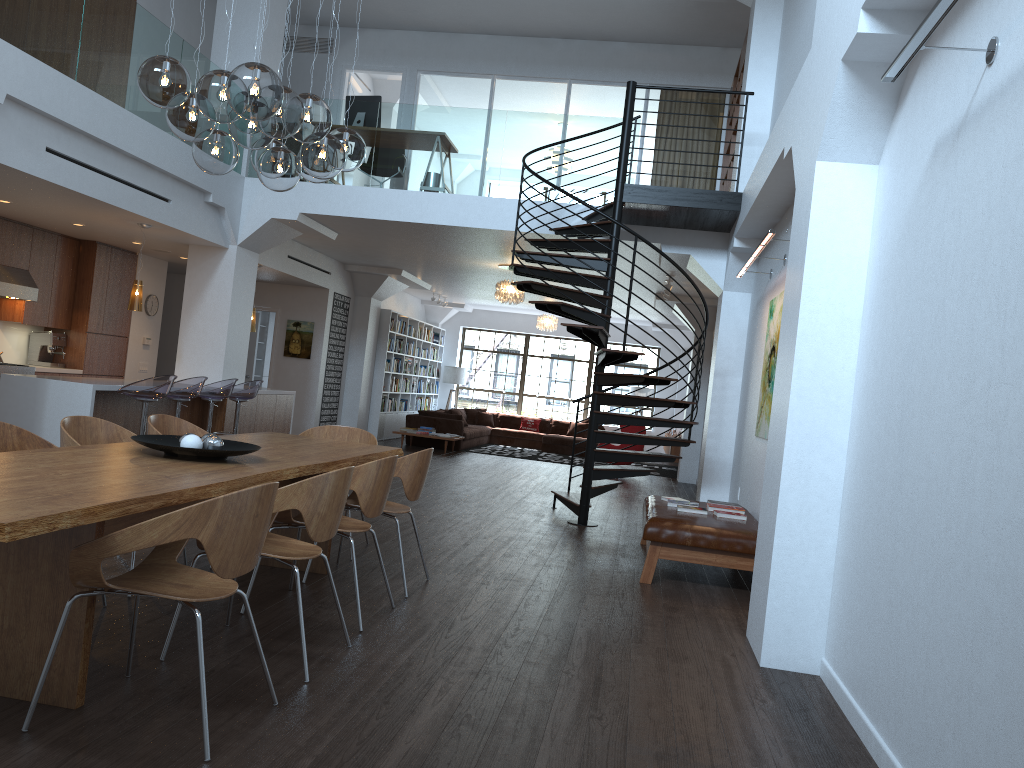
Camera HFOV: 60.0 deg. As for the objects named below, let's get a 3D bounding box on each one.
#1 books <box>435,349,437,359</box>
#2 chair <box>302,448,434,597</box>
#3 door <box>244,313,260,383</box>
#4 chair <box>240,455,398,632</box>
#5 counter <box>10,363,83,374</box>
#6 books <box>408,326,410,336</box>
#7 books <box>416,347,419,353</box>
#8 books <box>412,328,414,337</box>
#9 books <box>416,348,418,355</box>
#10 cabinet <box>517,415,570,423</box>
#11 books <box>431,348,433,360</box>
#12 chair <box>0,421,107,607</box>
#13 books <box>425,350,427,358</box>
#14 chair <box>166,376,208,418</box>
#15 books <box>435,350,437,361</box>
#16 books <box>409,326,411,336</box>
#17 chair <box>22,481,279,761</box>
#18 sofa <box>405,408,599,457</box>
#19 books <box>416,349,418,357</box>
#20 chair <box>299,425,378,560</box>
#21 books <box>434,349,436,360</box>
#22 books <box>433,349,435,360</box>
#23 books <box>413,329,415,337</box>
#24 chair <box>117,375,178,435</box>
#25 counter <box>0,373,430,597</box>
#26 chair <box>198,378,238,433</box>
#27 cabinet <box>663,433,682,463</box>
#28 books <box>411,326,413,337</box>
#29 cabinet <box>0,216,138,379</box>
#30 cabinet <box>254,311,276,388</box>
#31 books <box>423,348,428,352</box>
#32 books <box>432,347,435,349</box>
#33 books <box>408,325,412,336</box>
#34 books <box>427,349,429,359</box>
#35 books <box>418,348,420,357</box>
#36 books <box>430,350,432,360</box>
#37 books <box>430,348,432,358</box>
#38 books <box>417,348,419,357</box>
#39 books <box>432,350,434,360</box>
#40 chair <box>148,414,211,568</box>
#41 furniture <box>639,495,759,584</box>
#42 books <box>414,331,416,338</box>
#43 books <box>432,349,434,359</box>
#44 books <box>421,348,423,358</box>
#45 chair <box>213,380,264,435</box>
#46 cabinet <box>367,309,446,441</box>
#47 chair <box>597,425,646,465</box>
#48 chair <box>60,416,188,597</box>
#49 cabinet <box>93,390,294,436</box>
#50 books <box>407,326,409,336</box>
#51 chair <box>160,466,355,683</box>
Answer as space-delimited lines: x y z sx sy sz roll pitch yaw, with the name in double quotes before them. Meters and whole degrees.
"books" -1.810 -0.665 20.042 0.183 0.253 0.034 6 0 8
"chair" -0.807 0.762 5.302 0.617 0.830 0.629 6 0 8
"door" -4.881 -0.264 15.405 0.826 2.032 0.174 6 0 8
"chair" -0.926 0.747 4.544 0.618 0.833 0.629 6 0 10
"counter" -6.029 -0.229 9.057 0.600 0.050 4.387 6 0 8
"books" -2.110 -1.057 17.655 0.146 0.202 0.027 6 0 8
"books" -2.027 -0.670 18.560 0.146 0.202 0.027 6 0 8
"books" -2.072 -1.046 17.958 0.139 0.191 0.036 6 0 8
"books" -2.029 -0.658 18.498 0.128 0.178 0.021 6 0 8
"cabinet" 0.815 1.118 20.358 1.520 0.625 0.350 6 0 8
"books" -1.857 -0.672 19.670 0.183 0.253 0.034 6 0 8
"chair" -2.214 0.599 3.959 0.618 0.833 0.629 6 0 8
"books" -1.928 -0.653 19.231 0.136 0.196 0.045 6 0 8
"chair" -3.299 0.404 8.706 0.481 1.014 0.530 6 0 6
"books" -1.805 -0.657 20.081 0.174 0.240 0.045 6 0 8
"books" -2.103 -1.056 17.737 0.146 0.202 0.027 6 0 8
"chair" -1.145 0.715 3.016 0.618 0.833 0.629 6 0 8
"sofa" 0.049 1.001 17.945 3.481 0.664 4.197 6 0 8
"books" -2.034 -0.656 18.471 0.126 0.173 0.032 6 0 8
"chair" -1.268 0.715 6.137 0.629 0.833 0.618 6 0 3
"books" -1.819 -0.669 19.945 0.180 0.259 0.060 6 0 8
"books" -1.823 -0.667 19.861 0.183 0.253 0.034 6 0 8
"books" -2.056 -1.037 18.051 0.128 0.178 0.022 6 0 8
"chair" -3.364 0.394 8.076 0.481 1.014 0.530 6 0 11
"counter" -3.166 0.498 8.371 3.039 0.860 8.182 7 0 -21
"chair" -3.189 0.419 9.333 0.481 1.014 0.530 6 0 6
"cabinet" 3.300 1.246 17.568 0.459 0.350 4.501 6 0 8
"books" -2.091 -1.067 17.871 0.158 0.226 0.052 6 0 8
"cabinet" -5.915 -0.632 9.511 0.598 2.499 5.299 6 0 8
"cabinet" -4.955 -0.741 16.085 0.527 2.991 2.630 6 0 8
"books" -1.915 -0.669 19.312 0.140 0.231 0.042 6 0 8
"books" -1.825 -0.686 19.897 0.176 0.290 0.036 6 0 8
"books" -2.093 -1.069 17.822 0.140 0.231 0.042 6 0 8
"books" -1.912 -0.666 19.360 0.158 0.226 0.052 6 0 8
"books" -2.014 -0.668 18.586 0.146 0.202 0.027 6 0 8
"books" -1.863 -0.657 19.587 0.161 0.223 0.026 6 0 8
"books" -1.868 -0.672 19.562 0.160 0.250 0.026 6 0 8
"books" -2.027 -0.664 18.527 0.139 0.191 0.036 6 0 8
"books" -1.839 -0.654 19.788 0.161 0.223 0.027 6 0 8
"chair" -1.971 0.633 5.484 0.618 0.833 0.629 6 0 7
"furniture" 1.471 1.218 6.961 0.907 0.453 1.819 6 0 8
"books" -2.034 -1.022 18.159 0.110 0.153 0.019 6 0 8
"books" -1.845 -0.666 19.747 0.171 0.246 0.057 6 0 8
"books" -1.980 -0.664 18.815 0.146 0.202 0.027 6 0 8
"chair" -3.097 0.432 9.957 0.481 1.014 0.530 6 0 11
"cabinet" -2.229 -0.134 18.414 0.461 2.414 4.500 6 0 8
"chair" 1.873 1.023 15.116 0.801 1.006 0.798 6 0 34
"chair" -2.102 0.615 4.714 0.618 0.833 0.629 6 0 8
"cabinet" -3.830 0.454 10.112 0.898 0.796 4.493 6 0 8
"books" -2.123 -1.054 17.597 0.139 0.191 0.036 6 0 8
"chair" -1.018 0.733 3.785 0.618 0.833 0.629 6 0 8
